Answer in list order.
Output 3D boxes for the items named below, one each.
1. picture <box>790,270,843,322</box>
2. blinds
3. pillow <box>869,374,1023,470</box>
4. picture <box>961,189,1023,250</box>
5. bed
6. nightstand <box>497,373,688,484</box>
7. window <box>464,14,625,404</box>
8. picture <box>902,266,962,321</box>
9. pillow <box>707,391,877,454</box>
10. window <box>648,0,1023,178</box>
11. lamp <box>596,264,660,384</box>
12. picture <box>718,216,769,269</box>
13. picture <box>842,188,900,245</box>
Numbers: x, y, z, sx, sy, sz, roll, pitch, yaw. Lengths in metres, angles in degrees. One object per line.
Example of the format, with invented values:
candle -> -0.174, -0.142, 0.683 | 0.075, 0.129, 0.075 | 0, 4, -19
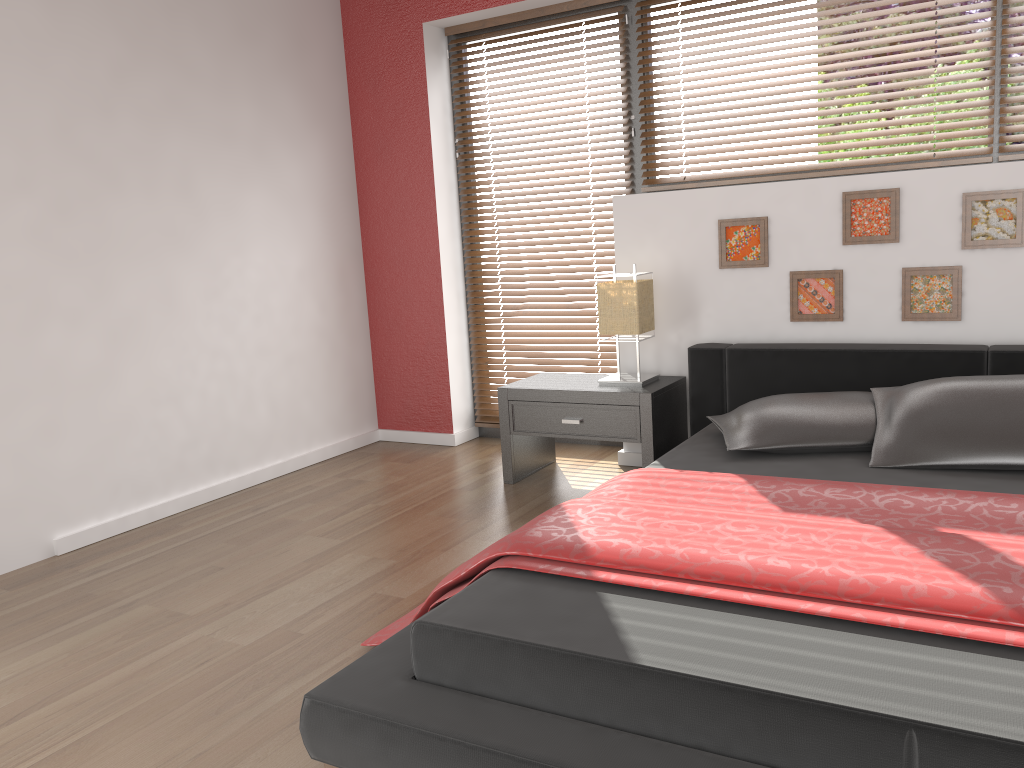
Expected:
picture -> 1.195, -0.345, 3.482 | 0.200, 0.200, 0.010 | 2, 11, 30
blinds -> 1.834, -0.692, 3.369 | 4.840, 1.952, 0.032 | 2, 11, 30
pillow -> 1.449, 0.104, 2.635 | 0.744, 0.241, 0.386 | 1, 10, 26
picture -> 1.702, -0.581, 3.132 | 0.200, 0.200, 0.010 | 2, 11, 30
bed -> 0.998, 0.336, 2.266 | 2.469, 0.577, 2.413 | 2, 11, 30
nightstand -> 0.348, 0.201, 3.808 | 0.700, 0.423, 0.413 | 2, 11, 30
window -> 0.187, -0.795, 4.410 | 0.889, 1.893, 0.020 | 2, 11, 30
picture -> 1.549, -0.332, 3.274 | 0.200, 0.200, 0.010 | 2, 11, 30
pillow -> 1.054, 0.125, 2.976 | 0.745, 0.172, 0.418 | -3, 9, 6
window -> 1.835, -1.273, 3.331 | 2.817, 0.786, 0.020 | 2, 11, 30
lamp -> 0.477, -0.256, 3.686 | 0.200, 0.480, 0.200 | 2, 11, 30
picture -> 0.936, -0.570, 3.591 | 0.200, 0.200, 0.010 | 2, 11, 30
picture -> 1.348, -0.627, 3.334 | 0.200, 0.200, 0.010 | 2, 11, 30
